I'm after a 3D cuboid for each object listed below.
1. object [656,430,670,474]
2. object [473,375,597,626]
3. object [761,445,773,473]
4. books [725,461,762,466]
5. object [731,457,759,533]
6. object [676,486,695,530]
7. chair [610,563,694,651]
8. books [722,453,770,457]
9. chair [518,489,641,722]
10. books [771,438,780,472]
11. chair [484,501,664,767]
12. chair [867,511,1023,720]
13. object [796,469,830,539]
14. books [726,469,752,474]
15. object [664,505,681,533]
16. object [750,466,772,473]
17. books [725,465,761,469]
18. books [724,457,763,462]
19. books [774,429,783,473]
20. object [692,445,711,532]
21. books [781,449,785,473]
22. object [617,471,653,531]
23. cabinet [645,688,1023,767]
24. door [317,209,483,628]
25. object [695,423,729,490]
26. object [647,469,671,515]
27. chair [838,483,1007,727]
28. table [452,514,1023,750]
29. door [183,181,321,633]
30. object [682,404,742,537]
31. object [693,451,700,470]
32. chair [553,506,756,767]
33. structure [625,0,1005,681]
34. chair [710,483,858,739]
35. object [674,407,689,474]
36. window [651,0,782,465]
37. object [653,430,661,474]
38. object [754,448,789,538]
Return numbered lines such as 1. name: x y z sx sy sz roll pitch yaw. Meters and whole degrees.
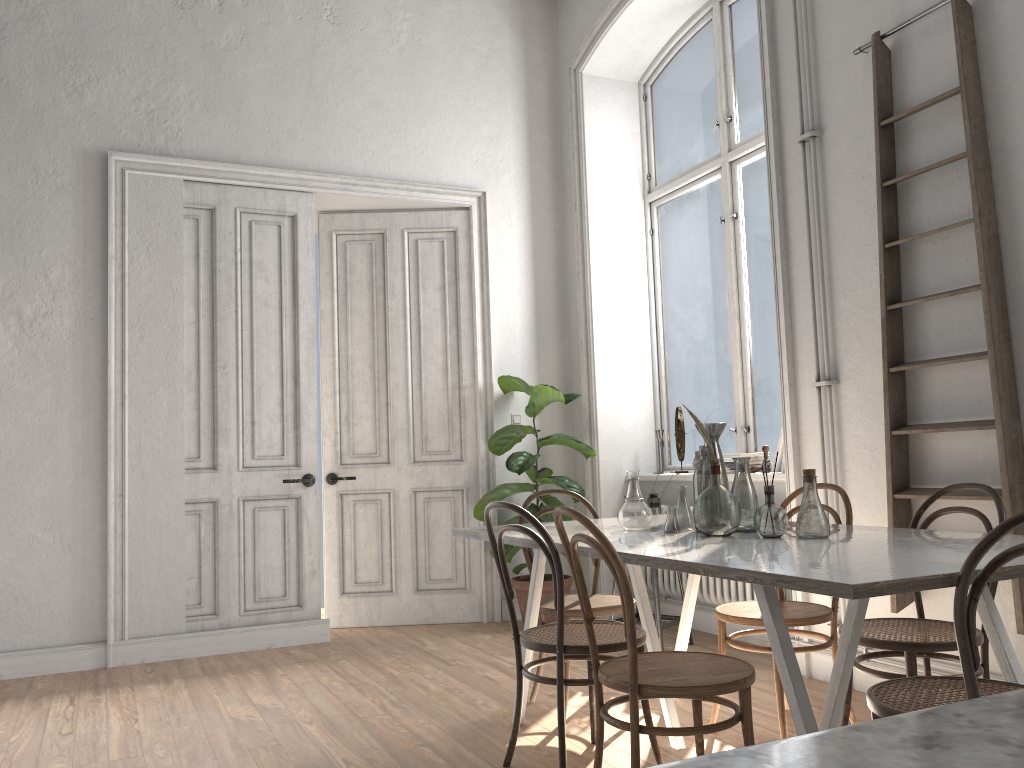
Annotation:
1. object: 0.981 0.443 5.802 0.095 0.288 0.095 -2 -5 -2
2. object: 1.014 0.384 3.329 0.792 1.841 5.831 0 -5 -20
3. object: 1.394 0.411 4.864 0.048 0.153 0.088 -5 -6 35
4. books: 1.328 0.458 5.125 0.147 0.023 0.221 -1 -5 -9
5. object: 0.797 0.381 3.054 0.098 0.255 0.100 -6 -6 42
6. object: 0.627 0.454 3.247 0.083 0.158 0.083 1 -5 -29
7. chair: 0.761 1.203 4.960 0.364 0.522 0.360 -6 -6 38
8. books: 1.343 0.410 5.112 0.174 0.019 0.244 -1 -5 -15
9. chair: 0.289 0.918 3.816 0.438 0.920 0.549 -1 -5 -17
10. books: 1.493 0.380 4.815 0.155 0.194 0.105 0 -5 -26
11. chair: 0.196 0.852 3.044 0.549 0.920 0.438 1 -6 -29
12. chair: 1.085 0.729 2.046 0.438 0.920 0.549 -1 -5 -12
13. object: 0.929 0.370 2.754 0.101 0.211 0.101 -3 -5 14
14. books: 1.331 0.503 5.131 0.147 0.023 0.221 -4 -6 24
15. object: 0.567 0.479 3.150 0.058 0.094 0.058 -2 -5 3
16. object: 1.411 0.471 4.961 0.153 0.048 0.088 -3 -5 15
17. books: 1.329 0.480 5.125 0.155 0.022 0.205 -2 -5 -5
18. books: 1.318 0.437 5.119 0.155 0.020 0.205 2 -6 -35
19. books: 1.505 0.357 4.780 0.174 0.234 0.100 0 -5 -25
20. object: 0.683 0.368 3.128 0.086 0.301 0.086 2 -6 -39
21. books: 1.517 0.371 4.756 0.155 0.203 0.072 0 -5 -25
22. object: 0.456 0.434 3.312 0.132 0.219 0.132 1 -6 -35
23. cabinet: 0.996 -0.750 0.443 3.251 3.580 0.635 0 -5 -25
24. door: -0.746 0.200 6.002 1.097 2.812 0.216 -2 -5 0
25. object: 0.742 0.338 3.267 0.116 0.382 0.116 -1 -5 -14
26. object: 0.819 0.675 4.994 0.163 0.383 0.154 -6 -6 38
27. chair: 1.363 0.801 2.949 0.549 0.920 0.438 0 -5 -18
28. table: 0.722 0.892 2.939 1.100 0.779 2.202 0 -6 -25
29. door: -1.730 0.177 5.363 1.097 2.812 0.216 0 -5 -23
30. object: 0.672 0.279 2.942 0.157 0.445 0.157 -1 -5 -7
31. object: 1.158 0.478 5.457 0.100 0.142 0.102 -6 -6 40
32. chair: 0.408 0.795 2.501 0.549 0.920 0.438 -1 -5 -14
33. structure: 1.758 -0.932 3.661 0.340 4.471 5.185 0 -5 -25
34. chair: 1.051 0.856 3.433 0.549 0.920 0.438 0 -5 -27
35. object: 1.076 0.357 5.645 0.087 0.424 0.348 -3 -5 7
36. window: 1.373 -0.932 5.462 0.013 2.841 1.623 0 -5 -25
37. object: 0.984 0.455 5.932 0.095 0.288 0.095 -3 -5 7
38. object: 0.817 0.344 2.815 0.107 0.283 0.107 1 -5 -30
